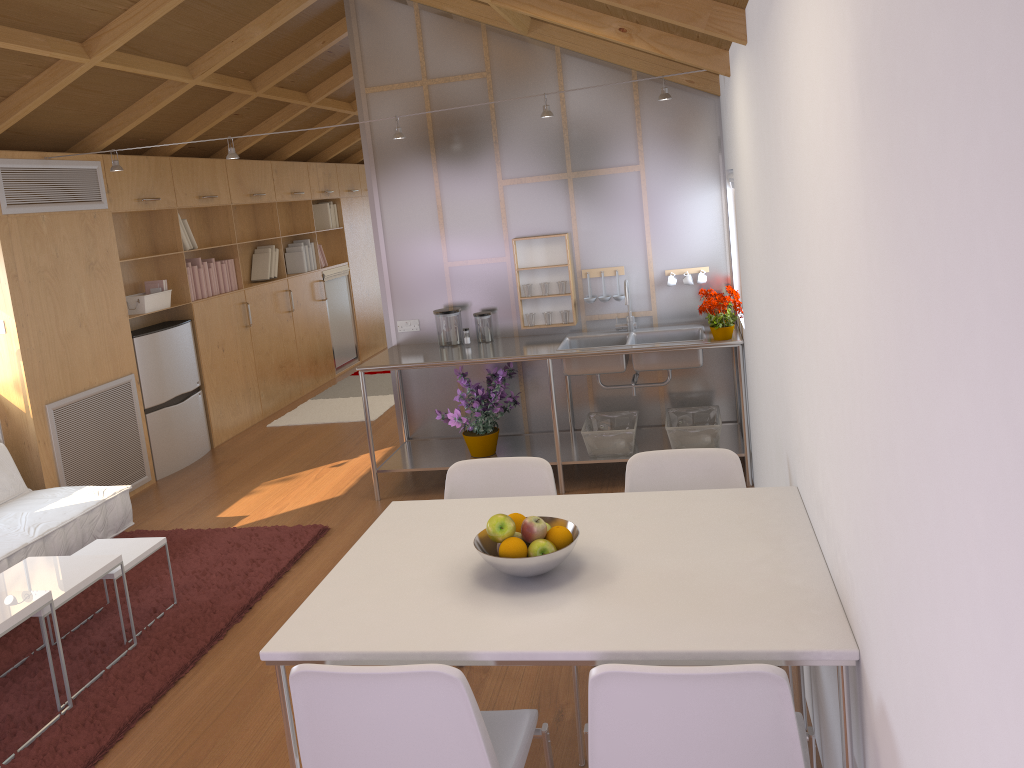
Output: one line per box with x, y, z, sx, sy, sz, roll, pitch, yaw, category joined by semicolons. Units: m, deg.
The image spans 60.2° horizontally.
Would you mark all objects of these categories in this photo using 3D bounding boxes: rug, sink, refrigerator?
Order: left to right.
-2.122;1.107;3.657;1.883;0.020;2.514;-4;12;11;rug
-2.444;0.091;6.227;0.261;0.976;0.722;-4;9;12;refrigerator
-1.194;-0.105;8.863;0.915;0.011;3.772;-4;12;11;rug
0.677;-0.262;4.975;0.809;0.633;0.571;-4;10;11;sink

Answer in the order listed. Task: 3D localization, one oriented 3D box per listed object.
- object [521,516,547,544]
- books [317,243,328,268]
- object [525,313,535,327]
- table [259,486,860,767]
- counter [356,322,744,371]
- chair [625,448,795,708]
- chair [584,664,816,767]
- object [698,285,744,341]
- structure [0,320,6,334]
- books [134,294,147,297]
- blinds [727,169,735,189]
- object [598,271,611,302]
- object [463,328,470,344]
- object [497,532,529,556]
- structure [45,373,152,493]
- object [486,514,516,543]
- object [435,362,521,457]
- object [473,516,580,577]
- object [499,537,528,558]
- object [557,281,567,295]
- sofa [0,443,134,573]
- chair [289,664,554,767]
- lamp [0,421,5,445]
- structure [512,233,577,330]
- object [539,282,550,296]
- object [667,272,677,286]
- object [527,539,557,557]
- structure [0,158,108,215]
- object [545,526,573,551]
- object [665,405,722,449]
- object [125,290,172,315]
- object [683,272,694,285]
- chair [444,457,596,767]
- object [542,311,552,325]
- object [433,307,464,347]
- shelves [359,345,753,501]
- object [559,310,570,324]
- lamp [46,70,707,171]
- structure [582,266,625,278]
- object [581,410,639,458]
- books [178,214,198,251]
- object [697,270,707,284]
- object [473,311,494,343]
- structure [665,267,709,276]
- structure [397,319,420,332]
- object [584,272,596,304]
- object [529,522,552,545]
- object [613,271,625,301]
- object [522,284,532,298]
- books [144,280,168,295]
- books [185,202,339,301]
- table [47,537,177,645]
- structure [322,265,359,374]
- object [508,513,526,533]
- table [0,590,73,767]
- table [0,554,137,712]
0.051;0.347;2.105;0.062;0.066;0.063;-14;13;-39;object
-2.011;-1.322;8.983;0.175;0.293;0.283;-4;10;12;books
0.115;-0.386;5.321;0.061;0.076;0.062;-2;10;23;object
0.174;0.789;2.239;1.207;0.735;0.911;-4;11;11;table
0.216;-0.221;5.042;2.107;0.021;0.658;-4;12;11;counter
0.548;0.633;2.683;0.530;0.777;0.554;-4;9;12;chair
0.381;0.840;1.801;0.530;0.777;0.554;-4;9;12;chair
1.133;-0.395;4.822;0.233;0.232;0.697;-4;12;12;object
-2.823;-0.305;4.807;0.142;0.070;0.011;-4;8;11;structure
-2.547;-0.604;6.078;0.083;0.007;0.105;-12;14;-28;books
1.171;-1.077;4.647;0.047;0.110;0.734;-4;12;12;blinds
0.540;-0.571;5.209;0.075;0.181;0.075;2;11;43;object
-0.269;-0.285;5.255;0.037;0.091;0.038;-2;9;26;object
0.004;0.395;2.129;0.081;0.088;0.078;-11;11;-29;object
-2.498;0.376;5.396;0.013;0.713;0.830;-5;10;12;structure
-0.026;0.342;2.095;0.070;0.068;0.078;-4;10;12;object
-0.200;0.145;5.062;0.524;0.547;0.356;-6;9;3;object
0.039;0.408;2.119;0.257;0.089;0.256;-14;14;-35;object
0.003;0.391;2.057;0.068;0.067;0.068;-8;10;-12;object
0.299;-0.571;5.256;0.061;0.076;0.062;-9;10;-14;object
-2.620;0.856;3.598;0.861;0.621;2.387;-4;12;12;sofa
-0.201;0.877;1.918;0.530;0.777;0.554;-4;9;12;chair
-2.752;0.324;4.753;0.183;1.184;0.256;-8;8;-12;lamp
0.195;-0.611;5.278;0.327;0.539;0.077;-4;8;11;structure
0.197;-0.565;5.277;0.061;0.076;0.062;-9;10;-14;object
0.929;-0.609;5.151;0.059;0.079;0.063;-4;10;12;object
0.071;0.396;2.061;0.070;0.068;0.078;-4;10;12;object
-2.669;-1.157;5.161;0.013;0.297;0.915;-5;12;12;structure
0.113;0.374;2.114;0.068;0.065;0.068;-13;12;-34;object
1.008;0.255;4.894;0.298;0.157;0.420;-4;12;12;object
-2.532;-0.565;6.129;0.203;0.121;0.354;-4;12;12;object
1.020;-0.613;5.127;0.059;0.080;0.063;-3;10;19;object
-0.033;0.670;2.800;0.530;0.777;0.554;-4;9;12;chair
0.216;-0.392;5.301;0.061;0.076;0.062;-9;10;-14;object
-0.380;-0.344;5.347;0.172;0.213;0.174;-2;10;25;object
0.258;0.163;5.096;2.090;0.745;0.640;-4;10;11;shelves
0.317;-0.399;5.280;0.061;0.076;0.062;-9;10;-14;object
-0.810;-1.370;4.740;3.823;0.151;0.073;-4;9;11;lamp
0.539;-0.661;5.236;0.250;0.051;0.016;-4;8;11;structure
0.563;0.283;4.983;0.298;0.157;0.420;-4;12;12;object
-2.496;-1.134;6.577;0.175;0.293;0.283;-4;10;12;books
1.097;-0.620;5.117;0.059;0.079;0.063;-4;10;12;object
-0.169;-0.341;5.328;0.113;0.175;0.114;0;11;32;object
1.016;-0.653;5.133;0.250;0.032;0.042;-4;11;11;structure
-0.646;-0.362;5.515;0.142;0.070;0.011;-4;8;11;structure
0.456;-0.566;5.226;0.075;0.181;0.075;2;11;43;object
0.069;0.371;2.162;0.071;0.077;0.069;-14;13;-40;object
0.623;-0.576;5.192;0.075;0.181;0.075;2;11;43;object
0.096;-0.559;5.297;0.061;0.076;0.062;-2;10;23;object
-2.516;-0.634;6.244;0.150;0.190;0.089;-4;9;12;books
-2.202;-1.278;8.014;0.188;0.650;3.151;-4;12;12;books
-1.698;0.872;3.743;0.341;0.305;0.374;-4;11;12;table
-1.912;-0.683;9.296;0.315;1.067;0.735;-4;9;12;structure
0.009;0.354;2.191;0.068;0.067;0.068;-8;10;-12;object
-1.863;1.005;2.897;0.485;0.433;0.531;-4;11;12;table
-1.775;0.927;3.349;0.424;0.379;0.465;-4;11;12;table
